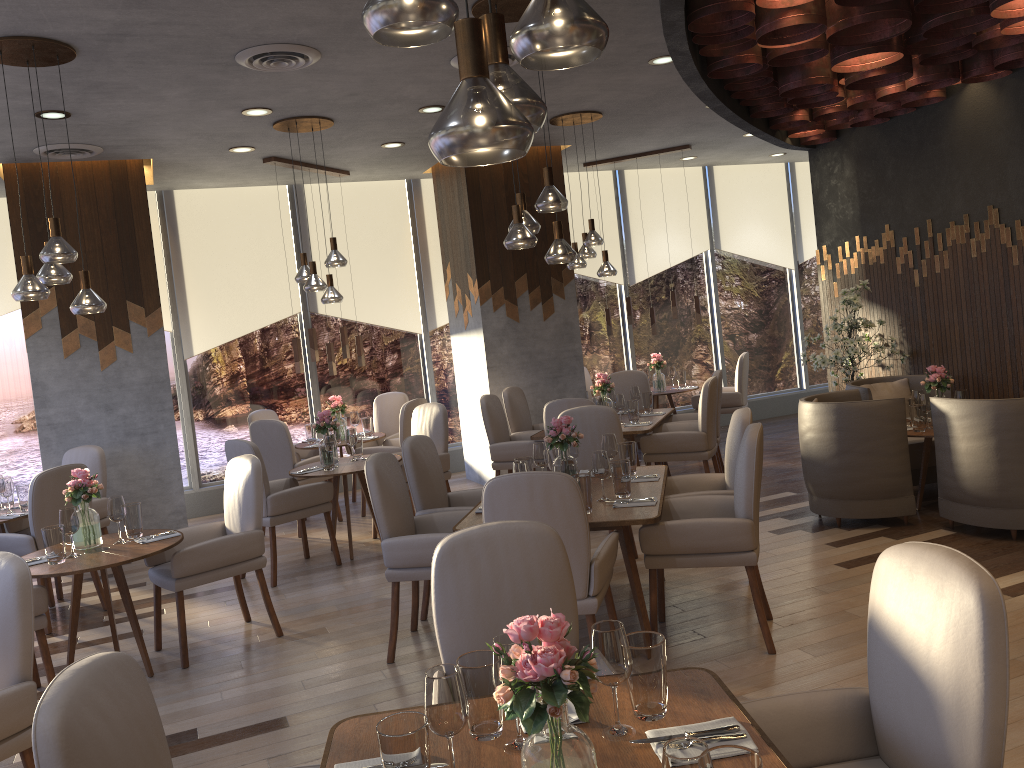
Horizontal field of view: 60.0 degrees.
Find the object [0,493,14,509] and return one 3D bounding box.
[{"bbox_3d":[-3.586,0.788,6.285,0.102,0.178,0.102,-6,3,5],"label":"object"}]

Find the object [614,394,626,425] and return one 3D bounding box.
[{"bbox_3d":[0.870,0.203,7.128,0.092,0.244,0.092,-7,3,-26],"label":"object"}]

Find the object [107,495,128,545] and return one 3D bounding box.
[{"bbox_3d":[-2.061,0.710,4.637,0.092,0.244,0.092,-5,3,33],"label":"object"}]

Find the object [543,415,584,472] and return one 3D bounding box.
[{"bbox_3d":[0.272,0.371,4.618,0.210,0.415,0.198,-5,3,26],"label":"object"}]

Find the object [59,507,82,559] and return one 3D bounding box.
[{"bbox_3d":[-2.204,0.741,4.424,0.092,0.244,0.092,-8,3,-36],"label":"object"}]

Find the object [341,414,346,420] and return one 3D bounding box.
[{"bbox_3d":[-1.609,0.385,8.368,0.092,0.244,0.092,-7,3,-13],"label":"object"}]

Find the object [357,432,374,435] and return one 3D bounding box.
[{"bbox_3d":[-1.450,0.475,8.448,0.157,0.019,0.256,-4,5,29],"label":"object"}]

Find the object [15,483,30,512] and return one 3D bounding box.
[{"bbox_3d":[-3.320,0.776,6.049,0.102,0.178,0.102,-4,4,41],"label":"object"}]

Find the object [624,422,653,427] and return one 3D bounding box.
[{"bbox_3d":[0.974,0.315,6.995,0.255,0.019,0.158,-5,5,22],"label":"object"}]

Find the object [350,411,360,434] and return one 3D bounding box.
[{"bbox_3d":[-1.450,0.380,8.204,0.092,0.244,0.092,-5,3,28],"label":"object"}]

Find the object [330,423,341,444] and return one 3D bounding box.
[{"bbox_3d":[-1.583,0.446,7.950,0.102,0.178,0.102,-9,4,-41],"label":"object"}]

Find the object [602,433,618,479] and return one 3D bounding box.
[{"bbox_3d":[0.549,0.401,4.925,0.092,0.244,0.092,-8,3,-35],"label":"object"}]

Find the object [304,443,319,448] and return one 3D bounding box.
[{"bbox_3d":[-1.739,0.542,7.969,0.157,0.019,0.256,-4,5,23],"label":"object"}]

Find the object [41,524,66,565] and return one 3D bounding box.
[{"bbox_3d":[-2.228,0.785,4.320,0.102,0.178,0.102,-5,3,18],"label":"object"}]

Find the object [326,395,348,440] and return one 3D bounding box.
[{"bbox_3d":[-1.613,0.310,8.228,0.210,0.415,0.198,-7,3,-9],"label":"object"}]

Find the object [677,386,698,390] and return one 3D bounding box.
[{"bbox_3d":[1.850,0.040,9.455,0.255,0.019,0.158,-5,4,17],"label":"object"}]

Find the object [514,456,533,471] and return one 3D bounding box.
[{"bbox_3d":[0.071,0.492,4.837,0.102,0.178,0.102,-5,3,28],"label":"object"}]

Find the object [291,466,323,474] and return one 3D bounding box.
[{"bbox_3d":[-1.470,0.624,6.464,0.157,0.019,0.256,-2,6,43],"label":"object"}]

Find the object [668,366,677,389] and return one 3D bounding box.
[{"bbox_3d":[1.734,-0.069,9.580,0.092,0.244,0.092,-8,3,-31],"label":"object"}]

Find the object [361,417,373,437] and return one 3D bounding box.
[{"bbox_3d":[-1.340,0.399,8.228,0.102,0.178,0.102,-7,3,-19],"label":"object"}]

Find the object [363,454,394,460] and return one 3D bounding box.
[{"bbox_3d":[-1.040,0.554,6.769,0.157,0.019,0.256,-2,6,44],"label":"object"}]

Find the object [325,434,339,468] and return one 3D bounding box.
[{"bbox_3d":[-1.322,0.492,6.497,0.092,0.244,0.092,-8,3,-28],"label":"object"}]

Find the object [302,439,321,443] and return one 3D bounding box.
[{"bbox_3d":[-1.835,0.525,8.344,0.255,0.019,0.158,-5,4,21],"label":"object"}]

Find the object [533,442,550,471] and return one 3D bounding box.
[{"bbox_3d":[0.166,0.446,4.882,0.092,0.244,0.092,-5,3,31],"label":"object"}]

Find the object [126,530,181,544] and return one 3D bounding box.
[{"bbox_3d":[-1.884,0.803,4.650,0.255,0.019,0.157,-9,5,-37],"label":"object"}]

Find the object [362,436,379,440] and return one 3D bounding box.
[{"bbox_3d":[-1.352,0.492,8.066,0.255,0.019,0.158,-4,5,25],"label":"object"}]

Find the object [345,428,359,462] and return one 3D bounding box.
[{"bbox_3d":[-1.214,0.463,6.730,0.092,0.244,0.092,-5,3,24],"label":"object"}]

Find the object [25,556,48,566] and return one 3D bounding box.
[{"bbox_3d":[-2.357,0.872,4.417,0.255,0.019,0.157,-10,5,-38],"label":"object"}]

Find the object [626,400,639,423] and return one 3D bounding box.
[{"bbox_3d":[0.978,0.222,7.157,0.102,0.178,0.102,-8,3,-32],"label":"object"}]

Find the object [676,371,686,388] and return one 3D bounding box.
[{"bbox_3d":[1.839,-0.051,9.618,0.102,0.178,0.102,-8,4,-37],"label":"object"}]

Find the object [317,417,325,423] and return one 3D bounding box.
[{"bbox_3d":[-1.752,0.413,8.204,0.092,0.244,0.092,-9,4,-44],"label":"object"}]

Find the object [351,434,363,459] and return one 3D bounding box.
[{"bbox_3d":[-1.197,0.486,6.840,0.102,0.178,0.102,-8,3,-30],"label":"object"}]

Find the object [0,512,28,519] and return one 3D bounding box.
[{"bbox_3d":[-3.331,0.869,5.887,0.255,0.019,0.158,-4,5,25],"label":"object"}]

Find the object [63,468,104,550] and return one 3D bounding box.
[{"bbox_3d":[-2.227,0.643,4.623,0.210,0.415,0.198,-4,4,41],"label":"object"}]

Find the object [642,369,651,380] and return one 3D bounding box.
[{"bbox_3d":[1.457,-0.039,9.581,0.092,0.244,0.092,-6,3,1],"label":"object"}]

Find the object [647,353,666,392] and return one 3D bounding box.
[{"bbox_3d":[1.562,-0.128,9.459,0.198,0.415,0.210,-9,4,-44],"label":"object"}]

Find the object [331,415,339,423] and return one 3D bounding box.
[{"bbox_3d":[-1.613,0.409,8.054,0.092,0.244,0.092,-4,4,42],"label":"object"}]

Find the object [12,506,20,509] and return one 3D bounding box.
[{"bbox_3d":[-3.415,0.851,6.257,0.157,0.019,0.256,-4,5,28],"label":"object"}]

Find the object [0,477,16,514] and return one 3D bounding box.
[{"bbox_3d":[-3.429,0.757,6.024,0.092,0.244,0.092,-8,3,-40],"label":"object"}]

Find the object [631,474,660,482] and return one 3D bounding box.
[{"bbox_3d":[0.674,0.509,4.808,0.255,0.019,0.158,-5,4,13],"label":"object"}]

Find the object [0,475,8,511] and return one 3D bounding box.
[{"bbox_3d":[-3.574,0.761,6.176,0.092,0.244,0.092,-6,3,9],"label":"object"}]

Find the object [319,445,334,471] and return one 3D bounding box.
[{"bbox_3d":[-1.329,0.534,6.390,0.102,0.178,0.102,-9,4,-41],"label":"object"}]

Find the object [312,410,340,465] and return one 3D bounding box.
[{"bbox_3d":[-1.395,0.402,6.663,0.210,0.415,0.198,-5,3,26],"label":"object"}]

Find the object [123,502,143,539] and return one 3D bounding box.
[{"bbox_3d":[-2.028,0.732,4.744,0.102,0.178,0.102,-6,3,-1],"label":"object"}]

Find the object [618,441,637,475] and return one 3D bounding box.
[{"bbox_3d":[0.651,0.419,4.971,0.102,0.178,0.102,-7,3,-21],"label":"object"}]

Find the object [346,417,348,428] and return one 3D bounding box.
[{"bbox_3d":[-1.621,0.411,8.477,0.102,0.178,0.102,-7,3,-15],"label":"object"}]

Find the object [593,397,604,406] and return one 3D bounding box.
[{"bbox_3d":[0.692,0.229,7.039,0.092,0.244,0.092,-7,3,-19],"label":"object"}]

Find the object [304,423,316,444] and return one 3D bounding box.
[{"bbox_3d":[-1.853,0.459,8.175,0.102,0.178,0.102,-5,3,17],"label":"object"}]
